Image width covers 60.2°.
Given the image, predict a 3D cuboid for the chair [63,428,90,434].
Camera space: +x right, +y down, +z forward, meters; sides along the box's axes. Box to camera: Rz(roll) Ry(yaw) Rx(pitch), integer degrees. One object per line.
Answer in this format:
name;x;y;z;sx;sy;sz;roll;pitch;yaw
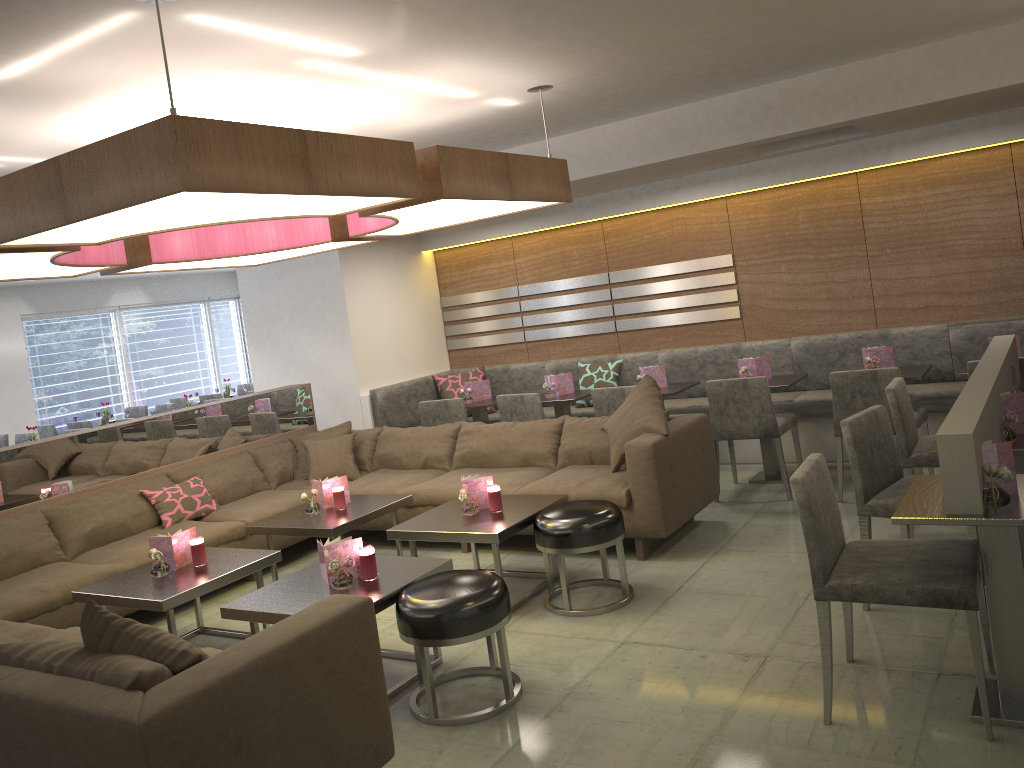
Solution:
chair;-4.368;0.860;8.577;0.475;0.760;0.495;-7;3;28

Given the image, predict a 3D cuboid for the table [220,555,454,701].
table;-0.666;1.001;3.561;0.655;0.411;0.663;-5;5;33

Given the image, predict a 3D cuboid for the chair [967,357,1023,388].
chair;2.757;0.206;4.842;0.475;0.760;0.495;-7;3;30

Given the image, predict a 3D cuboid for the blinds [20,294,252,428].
blinds;-5.327;-0.190;13.086;0.045;2.037;3.679;-7;4;33

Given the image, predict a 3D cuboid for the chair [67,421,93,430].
chair;-4.639;0.759;9.986;0.475;0.760;0.495;-7;3;28

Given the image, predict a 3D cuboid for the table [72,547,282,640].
table;-1.517;1.069;4.107;0.655;0.411;0.663;-5;5;33

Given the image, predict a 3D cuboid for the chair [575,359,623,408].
chair;0.716;0.009;7.280;0.425;0.394;0.221;-6;3;33

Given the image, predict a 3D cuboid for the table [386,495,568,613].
table;-0.136;0.841;4.407;0.655;0.411;0.663;-5;5;33

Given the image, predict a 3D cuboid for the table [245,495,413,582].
table;-0.988;0.909;4.953;0.655;0.411;0.663;-5;5;33

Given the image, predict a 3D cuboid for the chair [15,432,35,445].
chair;-5.187;0.926;9.092;0.475;0.760;0.496;-6;3;38

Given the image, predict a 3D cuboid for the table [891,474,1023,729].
table;1.498;0.656;2.666;0.504;0.653;0.509;-6;3;33

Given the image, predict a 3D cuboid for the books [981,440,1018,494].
books;1.426;0.256;2.712;0.157;0.164;0.143;-8;3;3

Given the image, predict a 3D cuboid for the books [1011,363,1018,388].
books;2.331;-0.020;4.187;0.144;0.164;0.157;-11;4;-42

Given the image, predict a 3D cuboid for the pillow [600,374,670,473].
pillow;0.692;0.214;4.911;0.301;0.511;0.618;-10;4;-43

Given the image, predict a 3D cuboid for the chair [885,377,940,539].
chair;2.138;0.352;4.270;0.490;0.760;0.480;-7;3;31

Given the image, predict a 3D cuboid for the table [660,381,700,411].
table;1.057;0.359;6.301;0.504;0.653;0.509;-6;3;33

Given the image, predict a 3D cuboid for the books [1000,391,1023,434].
books;1.896;0.115;3.447;0.157;0.164;0.143;-8;3;-2

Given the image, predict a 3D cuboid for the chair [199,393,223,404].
chair;-3.698;0.475;11.488;0.475;0.760;0.495;-7;3;28

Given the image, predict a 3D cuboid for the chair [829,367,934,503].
chair;2.150;0.260;5.177;0.475;0.760;0.496;-7;3;32

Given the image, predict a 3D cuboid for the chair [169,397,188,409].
chair;-4.169;0.519;11.722;0.475;0.760;0.496;-6;3;38

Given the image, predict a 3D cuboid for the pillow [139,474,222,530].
pillow;-1.993;0.709;5.351;0.179;0.251;0.467;-7;5;28

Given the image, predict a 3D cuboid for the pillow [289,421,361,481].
pillow;-1.318;0.489;6.211;0.526;0.393;0.293;-8;3;2

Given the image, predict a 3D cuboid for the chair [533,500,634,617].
chair;0.328;0.783;4.122;0.421;0.450;0.425;-7;3;14

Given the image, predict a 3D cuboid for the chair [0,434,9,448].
chair;-5.639;0.961;9.392;0.475;0.760;0.495;-7;3;28

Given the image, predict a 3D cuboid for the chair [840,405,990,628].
chair;1.683;0.488;3.556;0.490;0.760;0.480;-6;3;45

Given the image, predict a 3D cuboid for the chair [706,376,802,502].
chair;1.525;0.308;5.600;0.475;0.760;0.495;-7;3;29

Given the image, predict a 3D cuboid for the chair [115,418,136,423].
chair;-3.840;0.702;9.405;0.475;0.760;0.496;-6;3;38

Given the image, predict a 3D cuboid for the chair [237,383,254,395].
chair;-3.794;0.404;12.337;0.475;0.760;0.495;-7;3;28

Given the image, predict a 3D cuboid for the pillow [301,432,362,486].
pillow;-1.224;0.524;6.022;0.381;0.322;0.235;-9;3;-12

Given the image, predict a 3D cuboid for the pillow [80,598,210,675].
pillow;-1.028;0.764;2.520;0.530;0.403;0.281;-7;3;21

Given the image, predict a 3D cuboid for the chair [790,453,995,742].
chair;1.225;0.626;2.828;0.490;0.760;0.480;-7;3;30

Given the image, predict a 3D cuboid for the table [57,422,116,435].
table;-4.685;0.789;10.388;1.184;0.633;0.783;-5;5;33

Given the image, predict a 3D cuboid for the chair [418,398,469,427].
chair;-0.391;0.462;6.828;0.475;0.760;0.495;-7;3;25

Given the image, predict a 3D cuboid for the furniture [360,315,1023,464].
furniture;0.713;0.428;5.083;5.625;0.851;4.291;-5;6;33

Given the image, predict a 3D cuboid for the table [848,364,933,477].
table;2.339;0.256;5.479;0.504;0.653;0.509;-6;3;33

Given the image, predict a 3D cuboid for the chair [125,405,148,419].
chair;-4.735;0.688;10.835;0.475;0.760;0.495;-7;3;28

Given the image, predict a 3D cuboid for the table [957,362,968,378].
table;2.921;0.210;5.106;0.504;0.653;0.509;-6;3;33

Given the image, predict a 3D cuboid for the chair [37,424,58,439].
chair;-5.111;0.803;10.220;0.475;0.760;0.496;-6;3;38

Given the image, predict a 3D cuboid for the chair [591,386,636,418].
chair;0.866;0.360;6.030;0.475;0.760;0.496;-6;3;35

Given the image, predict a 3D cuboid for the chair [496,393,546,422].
chair;0.229;0.410;6.445;0.475;0.760;0.496;-6;3;40

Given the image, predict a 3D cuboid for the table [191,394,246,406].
table;-3.744;0.505;11.890;1.184;0.633;0.783;-5;5;33

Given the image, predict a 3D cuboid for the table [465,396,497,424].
table;-0.226;0.462;7.123;0.504;0.653;0.509;-6;3;33

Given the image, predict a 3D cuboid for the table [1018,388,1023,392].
table;2.405;0.382;4.114;0.504;0.653;0.509;-6;3;33

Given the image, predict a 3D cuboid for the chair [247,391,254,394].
chair;-2.899;0.417;10.908;0.475;0.760;0.496;-6;3;38

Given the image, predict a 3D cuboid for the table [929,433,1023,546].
table;1.951;0.519;3.390;0.504;0.653;0.509;-6;3;33

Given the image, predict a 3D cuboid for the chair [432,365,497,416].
chair;-0.423;0.087;7.819;0.492;0.426;0.295;-9;3;-14

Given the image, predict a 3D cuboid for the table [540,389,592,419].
table;0.415;0.411;6.712;0.504;0.653;0.509;-6;3;33

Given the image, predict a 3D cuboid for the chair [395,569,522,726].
chair;-0.201;0.943;3.278;0.421;0.450;0.426;-6;4;29

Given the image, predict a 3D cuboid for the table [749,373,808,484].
table;1.698;0.308;5.890;0.504;0.653;0.509;-6;3;33

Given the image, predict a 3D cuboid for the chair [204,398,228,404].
chair;-3.464;0.587;10.020;0.475;0.760;0.495;-7;3;28

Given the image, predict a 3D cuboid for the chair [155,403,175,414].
chair;-4.283;0.653;10.535;0.475;0.760;0.496;-6;3;38
